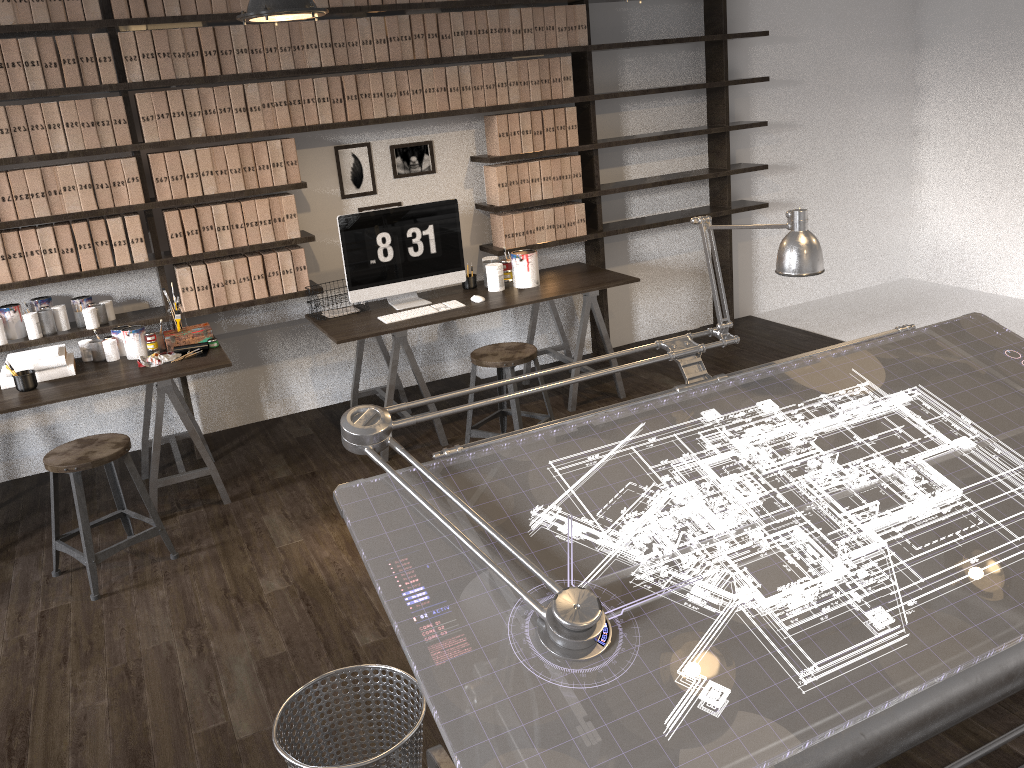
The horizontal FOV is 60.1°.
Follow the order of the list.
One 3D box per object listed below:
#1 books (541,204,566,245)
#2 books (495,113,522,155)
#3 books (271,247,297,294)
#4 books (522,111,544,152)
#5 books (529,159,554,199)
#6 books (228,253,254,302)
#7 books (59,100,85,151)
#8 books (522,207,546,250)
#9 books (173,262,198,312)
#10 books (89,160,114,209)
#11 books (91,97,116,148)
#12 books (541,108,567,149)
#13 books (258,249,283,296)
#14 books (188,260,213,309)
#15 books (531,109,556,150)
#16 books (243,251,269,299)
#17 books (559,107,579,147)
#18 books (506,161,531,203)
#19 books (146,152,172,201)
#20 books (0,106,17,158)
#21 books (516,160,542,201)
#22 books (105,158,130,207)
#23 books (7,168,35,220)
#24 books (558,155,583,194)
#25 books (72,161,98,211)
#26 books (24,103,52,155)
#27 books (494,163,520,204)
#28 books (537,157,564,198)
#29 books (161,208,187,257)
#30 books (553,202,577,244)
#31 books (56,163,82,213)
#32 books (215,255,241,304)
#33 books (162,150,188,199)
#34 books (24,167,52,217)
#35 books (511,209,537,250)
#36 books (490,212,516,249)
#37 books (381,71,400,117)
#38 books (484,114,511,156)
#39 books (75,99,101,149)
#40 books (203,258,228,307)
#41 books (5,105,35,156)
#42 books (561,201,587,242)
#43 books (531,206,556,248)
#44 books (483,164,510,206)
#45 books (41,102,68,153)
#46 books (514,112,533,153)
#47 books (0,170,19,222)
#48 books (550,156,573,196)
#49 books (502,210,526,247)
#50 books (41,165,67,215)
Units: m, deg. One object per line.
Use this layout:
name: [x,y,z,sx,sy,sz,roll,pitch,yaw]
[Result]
books: [0.248,-0.944,5.251,0.067,0.222,0.176,-13,19,-23]
books: [-0.020,-1.412,5.005,0.067,0.222,0.176,-13,19,-23]
books: [-1.188,-0.591,4.620,0.067,0.222,0.176,-13,19,-23]
books: [0.107,-1.443,5.061,0.067,0.222,0.176,-13,19,-23]
books: [0.164,-1.189,5.144,0.067,0.222,0.176,-13,19,-23]
books: [-1.387,-0.543,4.537,0.067,0.222,0.176,-13,19,-23]
books: [-2.015,-1.181,4.061,0.067,0.222,0.176,-13,19,-23]
books: [0.126,-0.914,5.196,0.067,0.222,0.176,-13,19,-23]
books: [-1.632,-0.482,4.427,0.067,0.222,0.176,-13,19,-23]
books: [-1.932,-0.936,4.169,0.067,0.222,0.176,-13,19,-23]
books: [-1.901,-1.211,4.116,0.067,0.222,0.176,-13,19,-23]
books: [0.241,-1.476,5.120,0.067,0.222,0.176,-13,19,-23]
books: [-1.254,-0.576,4.596,0.067,0.222,0.176,-13,19,-23]
books: [-1.565,-0.497,4.452,0.067,0.222,0.176,-13,19,-23]
books: [0.177,-1.458,5.086,0.067,0.222,0.176,-13,19,-23]
books: [-1.318,-0.558,4.562,0.067,0.222,0.176,-13,19,-23]
books: [0.310,-1.492,5.147,0.067,0.222,0.176,-13,19,-23]
books: [0.033,-1.160,5.094,0.067,0.222,0.176,-13,19,-23]
books: [-1.701,-1.000,4.271,0.067,0.222,0.176,-13,19,-23]
books: [-2.269,-1.120,3.952,0.067,0.222,0.176,-13,19,-23]
books: [0.098,-1.174,5.118,0.067,0.222,0.176,-13,19,-23]
books: [-1.870,-0.952,4.198,0.067,0.222,0.176,-13,19,-23]
books: [-2.232,-0.863,4.038,0.067,0.222,0.176,-13,19,-23]
books: [0.341,-1.235,5.227,0.067,0.222,0.176,-13,19,-23]
books: [-1.993,-0.920,4.138,0.067,0.222,0.176,-13,19,-23]
books: [-2.146,-1.152,4.012,0.067,0.222,0.176,-13,19,-23]
books: [-0.028,-1.144,5.065,0.067,0.222,0.176,-13,19,-23]
books: [0.224,-1.204,5.170,0.067,0.222,0.176,-13,19,-23]
books: [-1.660,-0.744,4.353,0.067,0.222,0.176,-13,19,-23]
books: [0.310,-0.960,5.280,0.067,0.222,0.176,-13,19,-23]
books: [-2.054,-0.906,4.113,0.067,0.222,0.176,-13,19,-23]
books: [-1.445,-0.528,4.509,0.067,0.222,0.176,-13,19,-23]
books: [-1.637,-1.014,4.296,0.067,0.222,0.176,-13,19,-23]
books: [-2.169,-0.876,4.060,0.067,0.222,0.176,-13,19,-23]
books: [0.069,-0.900,5.173,0.067,0.222,0.176,-13,19,-23]
books: [-0.052,-0.871,5.121,0.067,0.222,0.176,-13,19,-23]
books: [-0.661,-1.521,4.656,0.067,0.222,0.176,-13,19,-23]
books: [-0.083,-1.396,4.977,0.067,0.222,0.176,-13,19,-23]
books: [-1.956,-1.196,4.087,0.067,0.222,0.176,-13,19,-23]
books: [-1.500,-0.513,4.481,0.067,0.222,0.176,-13,19,-23]
books: [-2.208,-1.136,3.983,0.067,0.222,0.176,-13,19,-23]
books: [0.371,-0.973,5.300,0.067,0.222,0.176,-13,19,-23]
books: [0.186,-0.928,5.220,0.067,0.222,0.176,-13,19,-23]
books: [-0.090,-1.127,5.034,0.067,0.222,0.176,-13,19,-23]
books: [-2.082,-1.166,4.036,0.067,0.222,0.176,-13,19,-23]
books: [0.046,-1.426,5.029,0.067,0.222,0.176,-13,19,-23]
books: [-2.295,-0.847,4.011,0.067,0.222,0.176,-13,19,-23]
books: [0.279,-1.219,5.198,0.067,0.222,0.176,-13,19,-23]
books: [0.011,-0.884,5.142,0.067,0.222,0.176,-13,19,-23]
books: [-2.111,-0.892,4.090,0.067,0.222,0.176,-13,19,-23]
